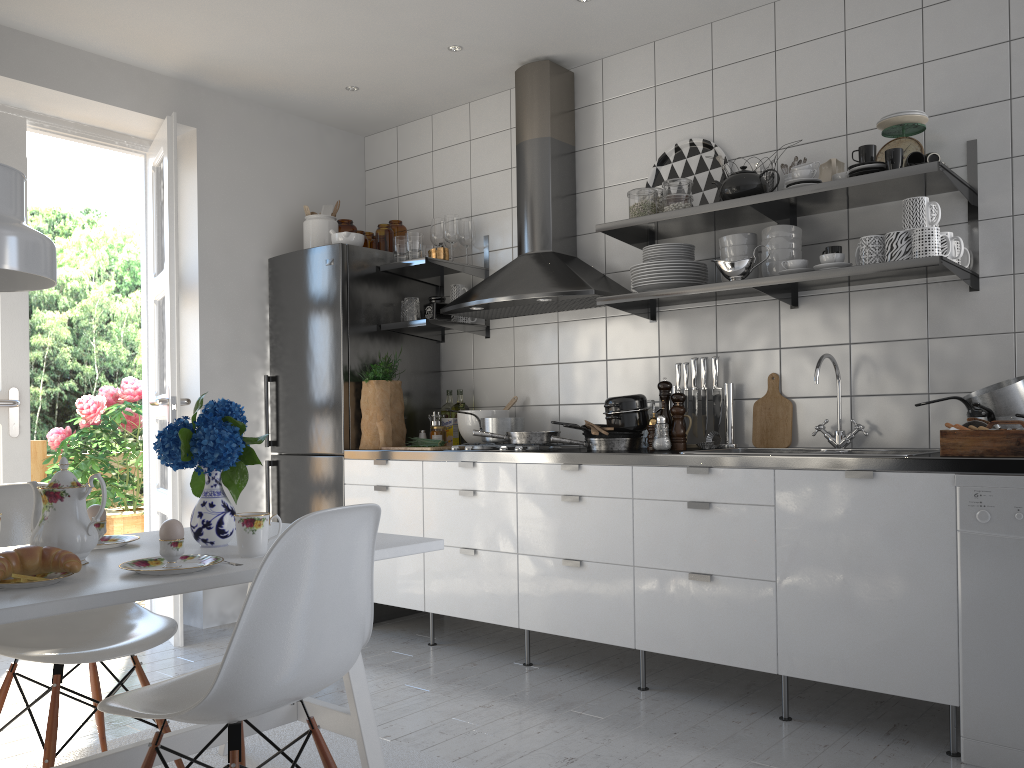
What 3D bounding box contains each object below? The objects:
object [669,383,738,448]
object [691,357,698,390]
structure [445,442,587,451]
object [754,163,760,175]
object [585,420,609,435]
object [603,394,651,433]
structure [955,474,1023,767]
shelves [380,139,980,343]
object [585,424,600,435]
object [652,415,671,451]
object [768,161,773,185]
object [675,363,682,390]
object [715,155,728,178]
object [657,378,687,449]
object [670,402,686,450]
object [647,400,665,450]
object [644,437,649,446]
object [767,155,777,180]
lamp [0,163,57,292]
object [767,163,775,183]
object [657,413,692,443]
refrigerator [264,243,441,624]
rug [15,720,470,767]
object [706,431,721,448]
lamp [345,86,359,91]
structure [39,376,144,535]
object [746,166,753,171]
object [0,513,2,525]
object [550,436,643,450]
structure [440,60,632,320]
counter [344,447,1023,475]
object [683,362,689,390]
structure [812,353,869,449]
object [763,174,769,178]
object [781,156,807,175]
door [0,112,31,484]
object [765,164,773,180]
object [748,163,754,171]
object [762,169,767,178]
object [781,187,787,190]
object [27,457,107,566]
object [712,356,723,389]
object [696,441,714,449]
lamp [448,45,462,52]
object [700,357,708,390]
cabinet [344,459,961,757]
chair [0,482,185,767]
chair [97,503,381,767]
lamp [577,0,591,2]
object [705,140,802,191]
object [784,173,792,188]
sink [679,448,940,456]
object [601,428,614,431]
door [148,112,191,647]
[{"bbox_3d":[0.764,0.133,3.597,0.322,0.260,0.067,-2,-1,40],"label":"object"},{"bbox_3d":[0.746,-0.042,3.611,0.033,0.132,0.022,-1,0,44],"label":"object"},{"bbox_3d":[0.021,0.269,3.855,0.467,0.029,0.490,-3,-3,40],"label":"structure"},{"bbox_3d":[0.951,-0.753,3.429,0.025,0.227,0.086,-1,-1,9],"label":"object"},{"bbox_3d":[0.331,0.171,3.493,0.059,0.061,0.334,-1,-2,-2],"label":"object"},{"bbox_3d":[0.457,0.119,3.535,0.190,0.159,0.197,-1,-2,1],"label":"object"},{"bbox_3d":[1.604,0.640,2.443,0.574,0.791,0.508,-2,-1,40],"label":"structure"},{"bbox_3d":[0.462,-0.525,3.640,2.542,0.512,0.427,-3,-2,40],"label":"shelves"},{"bbox_3d":[0.315,0.178,3.493,0.064,0.044,0.335,-1,-2,6],"label":"object"},{"bbox_3d":[0.566,0.185,3.353,0.069,0.135,0.069,-1,-1,20],"label":"object"},{"bbox_3d":[0.976,-0.749,3.393,0.068,0.217,0.020,-1,0,-24],"label":"object"},{"bbox_3d":[0.689,-0.030,3.659,0.028,0.114,0.019,-1,0,35],"label":"object"},{"bbox_3d":[0.831,-0.761,3.395,0.113,0.250,0.021,-1,-1,45],"label":"object"},{"bbox_3d":[0.626,0.115,3.469,0.123,0.282,0.061,-1,-1,45],"label":"object"},{"bbox_3d":[0.635,0.160,3.382,0.058,0.184,0.058,-1,-1,-22],"label":"object"},{"bbox_3d":[0.560,0.159,3.418,0.080,0.192,0.058,-1,-1,29],"label":"object"},{"bbox_3d":[0.580,0.231,3.654,0.066,0.067,0.052,-1,-1,1],"label":"object"},{"bbox_3d":[0.967,-0.755,3.373,0.086,0.226,0.027,-1,0,23],"label":"object"},{"bbox_3d":[-1.113,-0.868,1.744,0.373,1.323,0.373,-1,0,-19],"label":"lamp"},{"bbox_3d":[0.962,-0.737,3.350,0.062,0.190,0.023,-1,0,21],"label":"object"},{"bbox_3d":[0.649,0.188,3.570,0.115,0.144,0.127,-1,-1,-11],"label":"object"},{"bbox_3d":[-0.810,0.262,4.528,0.576,1.800,0.694,-1,-1,40],"label":"refrigerator"},{"bbox_3d":[-1.085,1.042,1.736,1.427,0.004,2.310,-3,-3,40],"label":"rug"},{"bbox_3d":[0.803,0.221,3.511,0.069,0.068,0.029,-2,-1,45],"label":"object"},{"bbox_3d":[-0.771,-1.434,4.268,0.064,0.030,0.064,-2,-2,32],"label":"lamp"},{"bbox_3d":[-2.455,0.595,5.652,1.262,1.280,1.175,-2,-2,41],"label":"structure"},{"bbox_3d":[0.924,-0.748,3.436,0.028,0.220,0.100,-1,-1,11],"label":"object"},{"bbox_3d":[-1.221,0.348,2.034,0.078,0.095,0.091,-2,-2,38],"label":"object"},{"bbox_3d":[0.351,0.235,3.577,0.351,0.061,0.232,-2,-2,18],"label":"object"},{"bbox_3d":[0.068,-0.883,3.937,0.869,1.092,0.472,-2,-1,40],"label":"structure"},{"bbox_3d":[0.671,0.271,3.322,3.241,0.045,0.650,-3,-3,40],"label":"counter"},{"bbox_3d":[0.716,-0.031,3.636,0.028,0.114,0.019,-1,0,35],"label":"object"},{"bbox_3d":[1.168,0.068,3.149,0.189,0.352,0.274,-1,-1,16],"label":"structure"},{"bbox_3d":[0.937,-0.734,3.395,0.153,0.187,0.029,0,-1,-37],"label":"object"},{"bbox_3d":[1.047,-0.751,3.287,0.104,0.203,0.077,-1,-1,38],"label":"object"},{"bbox_3d":[-2.333,-0.017,3.688,0.156,2.326,0.602,-1,0,40],"label":"door"},{"bbox_3d":[0.939,-0.733,3.340,0.090,0.181,0.023,-1,0,13],"label":"object"},{"bbox_3d":[0.930,-0.753,3.455,0.029,0.232,0.063,-1,0,28],"label":"object"},{"bbox_3d":[0.946,-0.733,3.374,0.081,0.187,0.023,0,-1,-41],"label":"object"},{"bbox_3d":[1.000,-0.672,3.156,0.079,0.047,0.082,-1,-2,15],"label":"object"},{"bbox_3d":[-0.946,0.270,1.882,0.140,0.230,0.149,0,-1,-32],"label":"object"},{"bbox_3d":[0.821,-0.045,3.547,0.046,0.132,0.022,-1,-1,43],"label":"object"},{"bbox_3d":[0.755,0.238,3.465,0.072,0.031,0.070,-3,-3,40],"label":"object"},{"bbox_3d":[-0.247,-1.461,3.829,0.064,0.030,0.064,-2,-2,32],"label":"lamp"},{"bbox_3d":[0.778,-0.043,3.583,0.033,0.132,0.022,-1,0,44],"label":"object"},{"bbox_3d":[0.673,0.689,3.316,3.240,0.795,0.662,-3,-2,40],"label":"cabinet"},{"bbox_3d":[-1.173,0.668,2.331,0.542,0.800,0.465,-2,-1,34],"label":"chair"},{"bbox_3d":[-0.524,0.634,1.771,0.542,0.800,0.465,-1,-1,29],"label":"chair"},{"bbox_3d":[0.277,-1.488,3.391,0.064,0.030,0.064,-2,-2,32],"label":"lamp"},{"bbox_3d":[0.917,-0.777,3.383,0.378,0.279,0.198,-2,-1,22],"label":"object"},{"bbox_3d":[1.045,-0.709,3.274,0.084,0.130,0.084,-1,-1,18],"label":"object"},{"bbox_3d":[1.013,0.282,3.003,0.766,0.111,0.487,-3,-3,40],"label":"sink"},{"bbox_3d":[0.365,0.182,3.510,0.065,0.021,0.336,-1,-2,3],"label":"object"},{"bbox_3d":[-1.612,-0.009,4.108,0.156,2.326,0.602,-1,0,-30],"label":"door"}]
